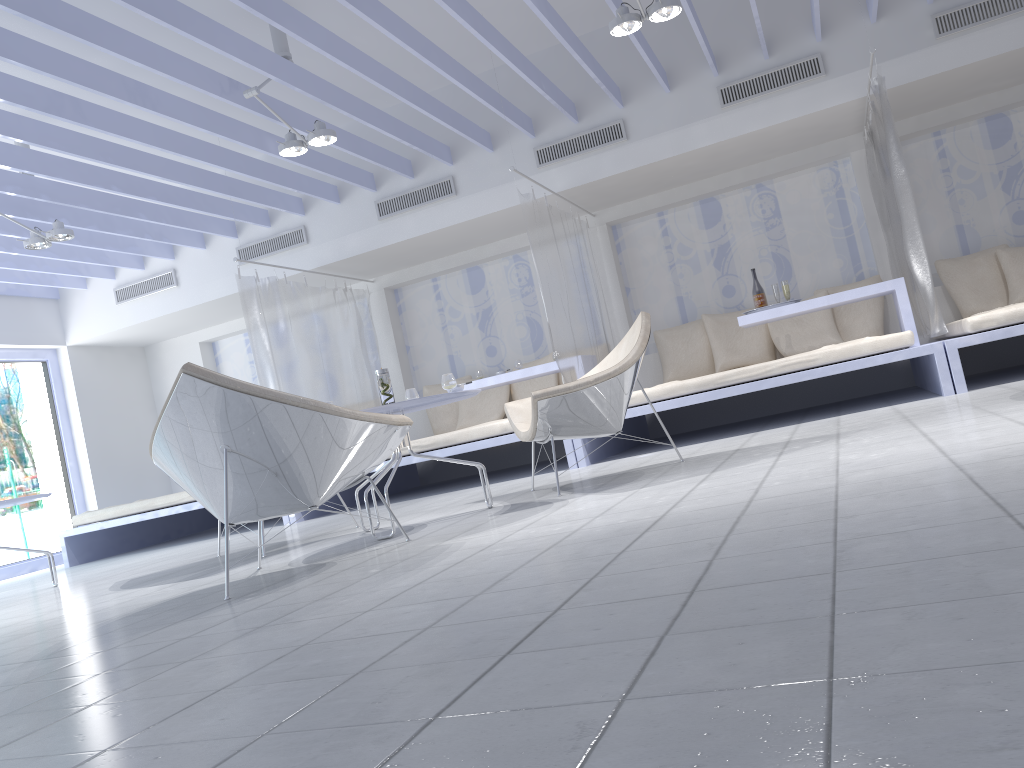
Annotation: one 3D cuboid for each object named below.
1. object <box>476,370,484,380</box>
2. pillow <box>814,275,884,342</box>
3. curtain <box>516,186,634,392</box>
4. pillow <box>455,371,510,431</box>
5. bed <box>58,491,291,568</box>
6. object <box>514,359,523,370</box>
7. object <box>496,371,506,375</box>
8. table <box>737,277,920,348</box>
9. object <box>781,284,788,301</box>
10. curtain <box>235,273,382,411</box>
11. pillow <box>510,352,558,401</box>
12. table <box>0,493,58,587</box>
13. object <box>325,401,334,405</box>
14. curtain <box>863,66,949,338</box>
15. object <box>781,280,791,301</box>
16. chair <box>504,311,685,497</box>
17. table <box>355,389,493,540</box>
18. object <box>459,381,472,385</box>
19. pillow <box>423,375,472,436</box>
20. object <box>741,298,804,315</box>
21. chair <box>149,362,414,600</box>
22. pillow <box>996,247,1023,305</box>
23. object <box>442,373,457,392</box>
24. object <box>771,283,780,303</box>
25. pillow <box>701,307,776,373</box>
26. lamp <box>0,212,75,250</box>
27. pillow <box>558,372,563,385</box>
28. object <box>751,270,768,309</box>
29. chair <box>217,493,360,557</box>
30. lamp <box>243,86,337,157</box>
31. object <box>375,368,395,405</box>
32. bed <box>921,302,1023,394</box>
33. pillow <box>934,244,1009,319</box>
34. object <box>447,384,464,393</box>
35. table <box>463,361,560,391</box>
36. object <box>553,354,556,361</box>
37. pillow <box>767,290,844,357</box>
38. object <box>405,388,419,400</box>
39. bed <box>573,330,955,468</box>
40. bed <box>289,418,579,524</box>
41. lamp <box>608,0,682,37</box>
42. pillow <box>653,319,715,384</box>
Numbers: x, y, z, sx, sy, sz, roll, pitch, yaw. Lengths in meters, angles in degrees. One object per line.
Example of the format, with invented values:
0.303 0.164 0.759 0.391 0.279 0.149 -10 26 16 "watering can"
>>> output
-0.257 -0.060 7.074 0.068 0.091 0.068 -9 -4 -44 "object"
2.616 -0.538 6.873 0.572 0.510 0.231 -13 -3 21 "pillow"
0.539 -0.554 6.603 0.125 1.559 1.998 -13 -3 19 "curtain"
-0.262 0.152 7.867 0.528 0.482 0.307 -14 -3 25 "pillow"
-2.298 1.016 7.731 2.200 0.422 2.022 -13 -3 20 "bed"
0.051 -0.140 6.824 0.068 0.091 0.068 -9 -4 -44 "object"
-0.086 -0.076 7.005 0.082 0.043 0.082 -11 -3 -19 "object"
2.138 -0.356 6.035 1.065 0.450 0.416 -13 -3 20 "table"
1.907 -0.625 6.158 0.059 0.174 0.059 -12 -3 -12 "object"
-1.505 -0.094 7.333 0.151 1.552 2.050 -13 -3 20 "curtain"
0.214 0.018 7.745 0.537 0.527 0.233 -15 -4 40 "pillow"
-2.966 0.960 4.931 0.825 0.534 0.823 -11 -3 -23 "table"
-0.822 0.126 3.991 0.068 0.091 0.068 -15 -4 43 "object"
2.529 -1.048 5.806 0.151 1.552 2.050 -13 -3 20 "curtain"
1.891 -0.625 6.095 0.059 0.174 0.059 -12 -3 -12 "object"
0.399 0.080 4.272 0.753 0.759 0.906 -12 -3 -10 "chair"
-0.485 0.372 3.972 0.823 0.534 0.825 -13 -3 11 "table"
-0.229 0.004 4.044 0.098 0.016 0.012 -12 -3 -13 "object"
-0.545 0.210 8.070 0.572 0.510 0.231 -13 -3 19 "pillow"
1.809 -0.525 6.158 0.429 0.031 0.275 -13 -3 22 "object"
-0.868 0.297 3.137 0.906 0.759 0.753 -13 -3 16 "chair"
3.770 -0.802 6.340 0.528 0.482 0.307 -14 -3 25 "pillow"
-0.275 0.002 3.886 0.068 0.091 0.068 -10 -4 -41 "object"
1.848 -0.611 6.180 0.059 0.174 0.059 -12 -3 -12 "object"
1.829 -0.364 7.133 0.537 0.527 0.233 -12 -3 0 "pillow"
-3.240 -1.064 5.838 0.380 0.218 0.587 -13 -3 20 "lamp"
0.621 -0.053 7.618 0.524 0.521 0.230 -13 -3 18 "pillow"
1.718 -0.657 6.202 0.092 0.302 0.092 -12 -3 -12 "object"
-1.328 0.468 4.536 0.753 0.759 0.906 -14 -3 31 "chair"
-1.314 -1.520 5.109 0.380 0.218 0.587 -13 -3 20 "lamp"
-0.574 0.024 4.023 0.075 0.189 0.075 -13 -3 12 "object"
3.747 -0.418 5.425 2.200 0.427 2.016 -13 -3 20 "bed"
3.488 -0.744 6.543 0.572 0.510 0.231 -13 -3 19 "pillow"
-0.256 0.030 4.040 0.082 0.043 0.082 -12 -3 -11 "object"
0.132 0.119 6.795 1.065 0.450 0.416 -13 -3 20 "table"
0.347 -0.204 6.837 0.068 0.091 0.068 -9 -4 -44 "object"
2.276 -0.449 6.906 0.528 0.482 0.307 -13 -3 16 "pillow"
-0.484 0.069 4.309 0.068 0.091 0.068 -13 -3 13 "object"
1.735 0.062 6.204 2.200 0.422 2.022 -13 -3 20 "bed"
-0.286 0.537 6.952 2.200 0.427 2.016 -13 -3 20 "bed"
0.594 -1.972 4.386 0.380 0.218 0.587 -13 -3 20 "lamp"
1.449 -0.249 7.305 0.524 0.521 0.230 -13 -3 22 "pillow"
